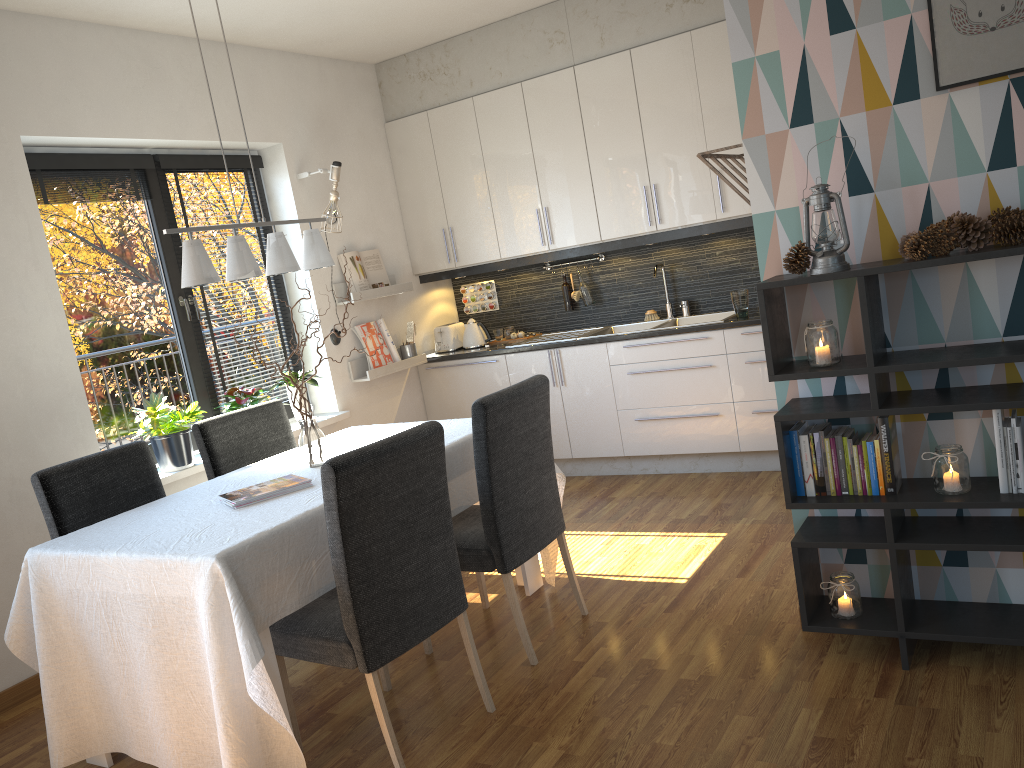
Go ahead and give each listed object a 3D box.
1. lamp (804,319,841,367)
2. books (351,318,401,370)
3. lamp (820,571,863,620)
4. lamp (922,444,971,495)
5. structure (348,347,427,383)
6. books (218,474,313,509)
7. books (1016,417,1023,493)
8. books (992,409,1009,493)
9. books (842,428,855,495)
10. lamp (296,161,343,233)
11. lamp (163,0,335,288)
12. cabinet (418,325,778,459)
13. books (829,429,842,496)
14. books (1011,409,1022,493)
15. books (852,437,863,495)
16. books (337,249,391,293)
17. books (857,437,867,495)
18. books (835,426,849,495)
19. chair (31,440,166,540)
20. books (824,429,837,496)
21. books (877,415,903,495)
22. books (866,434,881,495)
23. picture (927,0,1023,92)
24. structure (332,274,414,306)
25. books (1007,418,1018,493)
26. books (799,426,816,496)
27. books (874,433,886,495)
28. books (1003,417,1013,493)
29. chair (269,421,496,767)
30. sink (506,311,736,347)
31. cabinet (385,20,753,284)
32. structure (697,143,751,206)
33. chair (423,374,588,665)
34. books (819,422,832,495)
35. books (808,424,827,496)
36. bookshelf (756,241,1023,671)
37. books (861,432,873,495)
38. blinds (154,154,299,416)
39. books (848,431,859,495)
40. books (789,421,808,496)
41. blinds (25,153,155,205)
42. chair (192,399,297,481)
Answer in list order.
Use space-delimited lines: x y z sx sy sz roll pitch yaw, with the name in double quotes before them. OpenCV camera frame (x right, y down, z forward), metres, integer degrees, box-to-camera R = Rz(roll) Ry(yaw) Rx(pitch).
"lamp" 0.922 -0.123 2.649 0.106 0.131 0.098 -2 12 44
"books" -0.835 -0.231 5.531 0.138 0.331 0.282 -5 10 29
"lamp" 1.040 0.664 2.783 0.098 0.131 0.106 -2 12 46
"lamp" 1.254 0.245 2.545 0.106 0.131 0.098 -14 9 -22
"structure" -0.775 -0.138 5.592 0.147 0.129 0.593 -5 9 32
"books" -0.848 0.366 3.047 0.277 0.022 0.204 -15 9 -31
"books" 1.423 0.196 2.475 0.010 0.189 0.119 -5 10 32
"books" 1.380 0.171 2.500 0.021 0.246 0.130 -5 10 32
"books" 1.041 0.235 2.716 0.015 0.181 0.116 -5 10 32
"lamp" -1.074 -1.060 5.113 0.312 0.396 0.131 -4 11 36
"lamp" -1.008 -1.015 3.103 0.131 1.287 0.758 -5 10 32
"cabinet" 1.213 0.041 4.877 4.226 0.692 0.040 -5 10 32
"books" 1.008 0.239 2.731 0.015 0.181 0.116 -5 10 32
"books" 1.414 0.185 2.483 0.010 0.212 0.118 -5 10 32
"books" 1.059 0.248 2.693 0.013 0.156 0.099 -5 10 32
"books" -0.896 -0.683 5.507 0.109 0.300 0.363 -5 10 32
"books" 1.070 0.247 2.687 0.013 0.156 0.099 -5 10 32
"books" 1.026 0.233 2.726 0.021 0.188 0.121 -5 10 32
"chair" -1.301 0.715 3.275 0.545 0.962 0.460 -5 10 32
"books" 0.994 0.241 2.737 0.015 0.181 0.116 -5 10 32
"books" 1.131 0.200 2.651 0.029 0.236 0.126 -5 10 32
"books" 1.094 0.241 2.665 0.022 0.165 0.096 -5 10 32
"picture" 1.289 -1.102 2.334 0.365 0.560 0.014 -5 10 32
"structure" -0.858 -0.599 5.521 0.147 0.129 0.593 -5 9 32
"books" 1.404 0.198 2.485 0.011 0.190 0.119 -5 10 32
"books" 0.937 0.239 2.773 0.025 0.195 0.125 -5 10 32
"books" 1.109 0.237 2.656 0.012 0.171 0.096 -5 10 32
"books" 1.398 0.198 2.496 0.011 0.189 0.119 -5 10 32
"chair" -0.466 0.638 2.756 0.545 0.962 0.460 -4 11 37
"sink" 0.690 -0.258 5.431 1.422 0.169 0.473 -5 9 32
"cabinet" 1.149 -1.401 4.973 4.238 1.072 0.457 -5 10 32
"structure" 0.782 -0.982 3.076 0.185 0.777 0.494 -5 10 32
"chair" -0.113 0.492 3.345 0.545 0.962 0.460 -5 10 32
"books" 0.983 0.230 2.748 0.014 0.204 0.115 -5 10 32
"books" 0.963 0.234 2.760 0.032 0.200 0.123 -5 10 32
"bookshelf" 1.386 0.220 2.487 1.190 1.203 0.237 -5 10 32
"books" 1.081 0.240 2.680 0.014 0.170 0.108 -5 10 32
"blinds" -1.517 -0.550 4.921 0.049 1.425 0.708 -5 10 32
"books" 1.049 0.239 2.702 0.012 0.175 0.098 -5 10 32
"books" 0.914 0.233 2.791 0.029 0.210 0.126 -5 10 32
"blinds" -1.996 -0.976 4.207 0.049 0.230 0.708 -5 10 32
"chair" -0.947 0.569 3.864 0.545 0.962 0.460 -4 11 37
